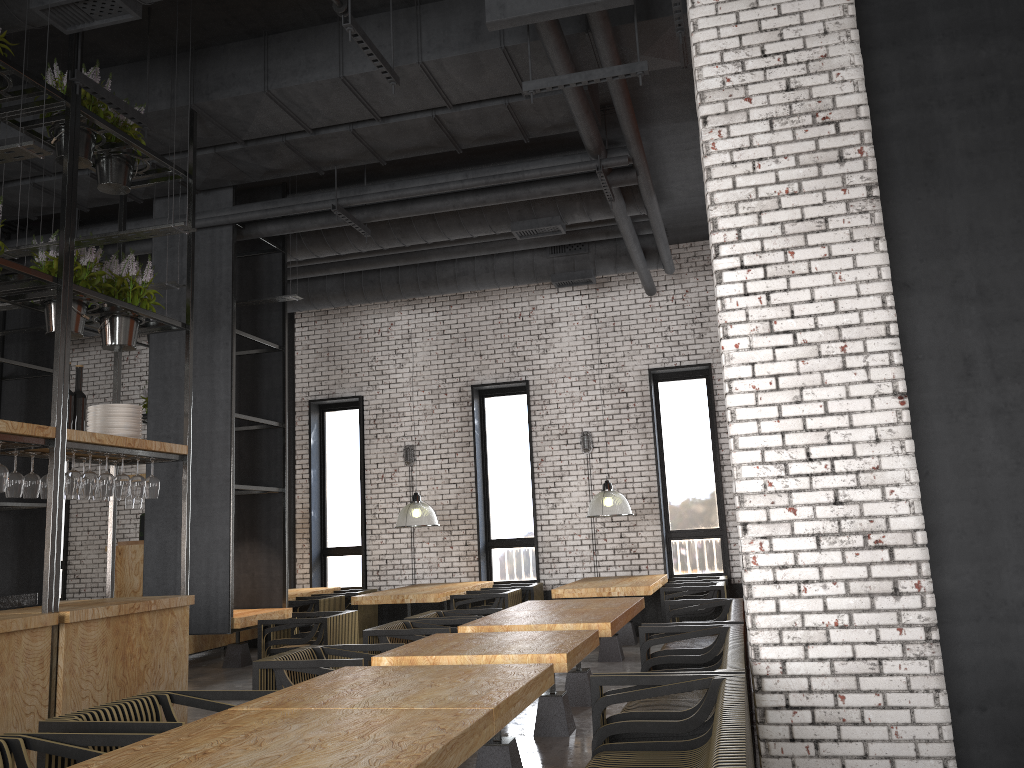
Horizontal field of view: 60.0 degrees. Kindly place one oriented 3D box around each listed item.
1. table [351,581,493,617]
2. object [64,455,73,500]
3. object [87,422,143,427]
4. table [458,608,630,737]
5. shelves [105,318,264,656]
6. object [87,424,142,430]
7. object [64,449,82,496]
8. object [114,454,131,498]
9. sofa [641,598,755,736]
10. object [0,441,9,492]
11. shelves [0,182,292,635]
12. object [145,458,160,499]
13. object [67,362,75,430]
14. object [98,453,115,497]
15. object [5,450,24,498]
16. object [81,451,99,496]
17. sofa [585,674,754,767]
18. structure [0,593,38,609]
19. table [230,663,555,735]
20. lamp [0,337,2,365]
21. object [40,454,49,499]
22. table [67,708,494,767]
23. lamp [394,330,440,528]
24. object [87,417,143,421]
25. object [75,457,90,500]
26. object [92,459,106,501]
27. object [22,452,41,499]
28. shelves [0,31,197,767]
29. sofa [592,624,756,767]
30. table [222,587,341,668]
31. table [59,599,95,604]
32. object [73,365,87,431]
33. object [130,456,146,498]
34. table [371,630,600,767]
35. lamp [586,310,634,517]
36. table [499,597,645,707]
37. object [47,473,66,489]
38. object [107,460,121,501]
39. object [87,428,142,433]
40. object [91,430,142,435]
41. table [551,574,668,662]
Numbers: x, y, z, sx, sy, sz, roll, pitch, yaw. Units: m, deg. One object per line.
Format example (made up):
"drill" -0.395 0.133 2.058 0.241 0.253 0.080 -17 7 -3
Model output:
"table" -0.964 2.775 10.346 1.000 0.766 2.109 -5 -10 14
"object" -2.769 0.582 5.514 0.101 0.268 0.100 1 -11 -22
"object" -2.610 0.283 5.831 0.334 0.041 0.334 -10 -12 35
"table" 0.273 1.983 6.054 1.000 0.766 0.993 -5 -10 14
"shelves" -4.036 0.909 11.214 0.689 5.037 2.325 -6 -11 14
"object" -2.611 0.303 5.827 0.334 0.039 0.333 1 -10 -20
"object" -2.562 0.514 5.175 0.101 0.268 0.100 6 -14 -39
"object" -2.455 0.579 5.588 0.101 0.268 0.100 1 -11 -22
"sofa" 1.378 2.003 6.402 0.640 0.733 1.800 -5 -10 14
"object" -2.697 0.433 4.653 0.101 0.268 0.100 -8 -12 27
"shelves" -5.241 0.273 8.959 6.144 4.383 1.000 -5 -11 14
"object" -2.382 0.623 5.869 0.101 0.268 0.100 1 -11 -22
"object" -2.729 0.100 5.418 0.098 0.473 0.097 2 -12 -23
"object" -2.492 0.557 5.447 0.101 0.268 0.100 1 -11 -22
"object" -2.871 0.521 5.119 0.101 0.268 0.100 6 -14 -39
"object" -2.528 0.535 5.307 0.101 0.268 0.100 1 -11 -22
"sofa" 0.435 1.433 2.758 0.640 0.733 1.800 -5 -10 14
"structure" -6.819 1.820 5.122 5.873 1.539 4.297 -5 -10 14
"table" -0.404 1.585 3.504 1.000 0.766 0.993 -5 -10 14
"lamp" -5.211 0.240 8.979 0.108 1.605 0.108 3 -12 -29
"object" -2.805 0.560 5.374 0.101 0.268 0.100 1 -11 -22
"table" -0.652 1.435 2.547 1.000 0.766 0.993 -5 -10 14
"lamp" -1.182 0.502 10.707 0.536 2.415 0.535 6 -14 -39
"object" -2.613 0.249 5.837 0.335 0.043 0.333 -2 -10 -3
"object" -2.732 0.604 5.655 0.101 0.268 0.100 1 -11 -22
"object" -2.696 0.626 5.796 0.101 0.268 0.100 1 -11 -22
"object" -2.839 0.540 5.242 0.101 0.268 0.100 6 -14 -39
"shelves" -2.942 -0.287 4.493 0.689 5.037 3.647 -6 -11 14
"sofa" 0.893 1.710 4.529 0.640 0.733 1.800 -5 -10 14
"table" -3.009 2.963 10.840 1.000 0.766 2.109 -5 -10 14
"table" -7.611 3.347 11.725 4.133 0.766 0.997 -5 -10 14
"object" -2.703 0.117 5.521 0.098 0.473 0.097 2 -12 -23
"object" -2.419 0.601 5.729 0.101 0.268 0.100 1 -11 -22
"table" -0.082 1.780 4.748 1.000 0.766 0.993 -5 -10 14
"lamp" 1.036 0.298 10.171 0.536 2.415 0.535 6 -14 -39
"table" 0.520 2.133 7.011 1.000 0.766 0.993 -5 -10 14
"object" -2.594 0.495 5.053 0.101 0.268 0.100 6 -14 -39
"object" -2.659 0.648 5.936 0.101 0.268 0.100 1 -11 -22
"object" -2.609 0.322 5.823 0.334 0.040 0.333 1 -10 -22
"object" -2.608 0.341 5.820 0.334 0.037 0.333 1 -10 -20
"table" 1.165 2.579 9.833 1.000 0.766 2.109 -5 -10 14
